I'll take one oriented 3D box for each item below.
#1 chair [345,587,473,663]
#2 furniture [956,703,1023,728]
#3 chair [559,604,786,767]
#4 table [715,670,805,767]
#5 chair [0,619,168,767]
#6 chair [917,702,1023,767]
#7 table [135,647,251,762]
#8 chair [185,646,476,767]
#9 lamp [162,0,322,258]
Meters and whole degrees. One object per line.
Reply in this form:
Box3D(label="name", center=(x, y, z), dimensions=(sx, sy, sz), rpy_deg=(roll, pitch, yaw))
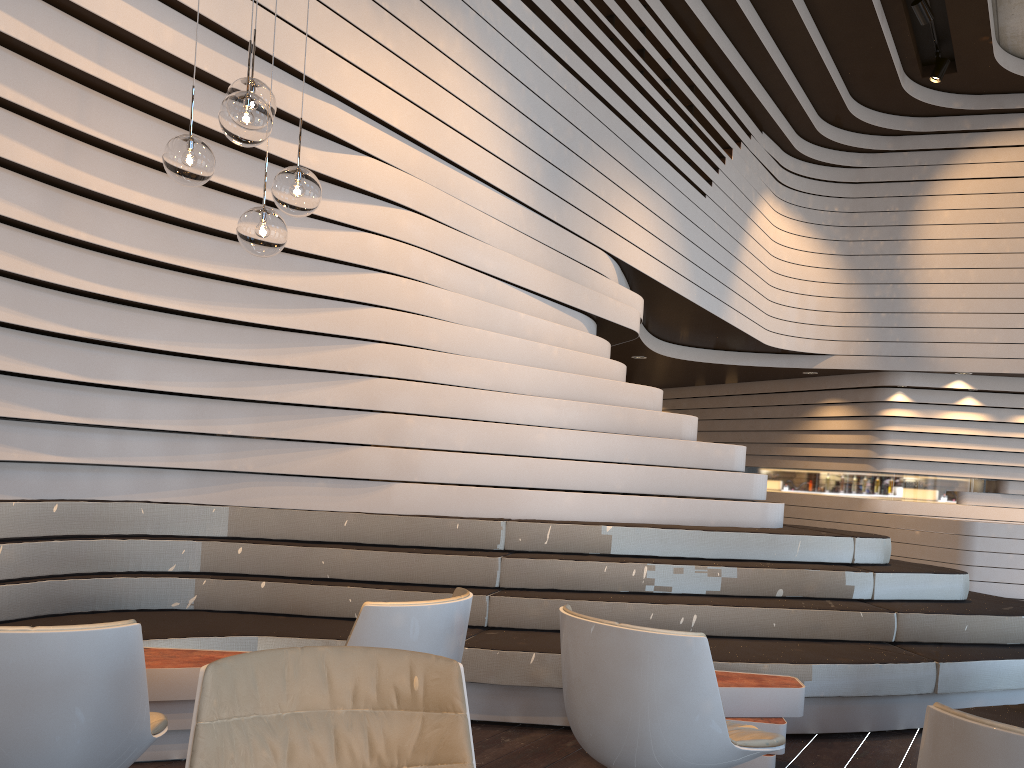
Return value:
Box3D(label="chair", center=(-0.513, 1.064, 2.997), dimensions=(0.712, 0.766, 0.656), rpy_deg=(2, -2, 30))
Box3D(label="furniture", center=(2.579, 1.304, 3.185), dimensions=(1.769, 0.722, 1.281), rpy_deg=(6, -4, -23))
Box3D(label="chair", center=(0.479, 1.112, 2.832), dimensions=(0.709, 0.766, 0.659), rpy_deg=(6, -3, -43))
Box3D(label="table", center=(0.753, 1.406, 3.647), dimensions=(0.906, 0.370, 0.414), rpy_deg=(3, -3, 4))
Box3D(label="chair", center=(-1.261, 0.949, 2.302), dimensions=(0.656, 0.766, 0.713), rpy_deg=(4, -2, -15))
Box3D(label="chair", center=(1.187, 1.067, 1.888), dimensions=(0.658, 0.766, 0.710), rpy_deg=(2, -2, 32))
Box3D(label="table", center=(-1.312, 1.257, 3.480), dimensions=(0.904, 0.370, 0.415), rpy_deg=(5, -3, -22))
Box3D(label="chair", center=(-0.319, 0.950, 1.675), dimensions=(0.655, 0.766, 0.713), rpy_deg=(4, -2, -19))
Box3D(label="lamp", center=(-0.772, -2.796, 2.901), dimensions=(0.531, 4.714, 0.333), rpy_deg=(4, 1, -7))
